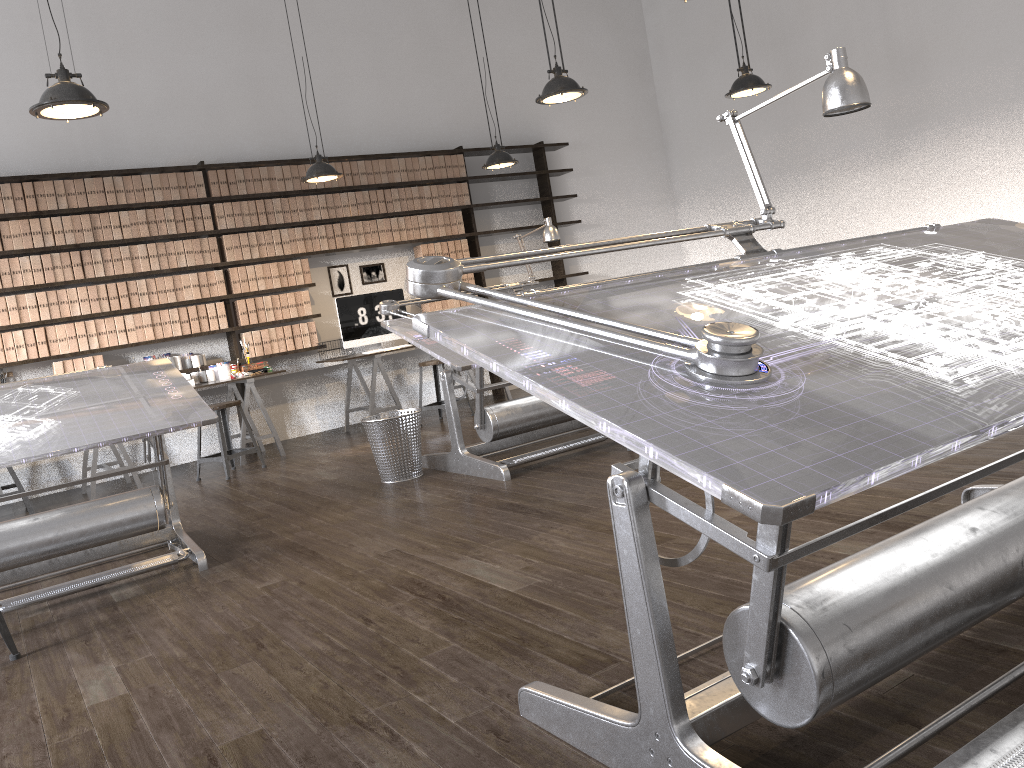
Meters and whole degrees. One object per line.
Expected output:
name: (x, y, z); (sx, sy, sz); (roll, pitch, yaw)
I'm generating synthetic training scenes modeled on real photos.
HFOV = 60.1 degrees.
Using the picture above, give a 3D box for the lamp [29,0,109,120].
lamp: (-2.075, -2.271, 3.738); (0.311, 2.247, 0.313); (-10, 3, -11)

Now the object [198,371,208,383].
object: (-2.493, -0.056, 7.139); (0.062, 0.093, 0.063); (-9, 3, 10)

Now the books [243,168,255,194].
books: (-2.280, -1.724, 7.608); (0.067, 0.225, 0.174); (-11, 4, -31)

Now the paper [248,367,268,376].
paper: (-2.052, -0.101, 7.148); (0.155, 0.038, 0.137); (-11, 5, -17)

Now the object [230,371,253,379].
object: (-2.151, -0.080, 7.061); (0.132, 0.050, 0.198); (-7, 6, 29)

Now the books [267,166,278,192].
books: (-2.108, -1.764, 7.714); (0.067, 0.225, 0.174); (-11, 4, -31)

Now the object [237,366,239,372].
object: (-2.260, -0.099, 7.246); (0.060, 0.088, 0.059); (-11, 4, -27)

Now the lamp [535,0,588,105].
lamp: (0.103, -2.769, 5.099); (0.311, 2.247, 0.313); (-10, 3, -7)

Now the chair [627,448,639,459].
chair: (0.768, 0.096, 4.628); (0.372, 0.527, 0.359); (-10, 3, -3)

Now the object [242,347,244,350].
object: (-2.188, -0.238, 7.285); (0.005, 0.152, 0.045); (-8, 3, 41)

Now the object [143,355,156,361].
object: (-2.917, -0.146, 7.155); (0.095, 0.161, 0.094); (-12, 4, -35)

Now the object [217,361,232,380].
object: (-2.328, -0.107, 7.176); (0.105, 0.141, 0.104); (-11, 4, -24)

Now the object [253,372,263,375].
object: (-2.044, -0.085, 7.122); (0.005, 0.005, 0.158); (-8, 6, 24)

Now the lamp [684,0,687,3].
lamp: (0.600, -2.695, 3.508); (0.311, 2.260, 0.313); (-10, 3, -7)

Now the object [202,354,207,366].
object: (-2.583, -0.197, 7.382); (0.062, 0.095, 0.062); (-10, 3, 1)

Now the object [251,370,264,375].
object: (-2.053, -0.090, 7.111); (0.011, 0.017, 0.172); (-8, 6, 27)

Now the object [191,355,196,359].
object: (-2.629, -0.186, 7.341); (0.044, 0.102, 0.045); (-12, 4, -40)

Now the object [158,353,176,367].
object: (-2.815, -0.170, 7.232); (0.094, 0.161, 0.205); (-11, 5, -30)

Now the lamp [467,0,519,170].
lamp: (-0.283, -2.911, 7.281); (0.311, 2.247, 0.313); (-10, 3, -7)

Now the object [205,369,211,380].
object: (-2.456, -0.067, 7.183); (0.045, 0.101, 0.044); (-11, 3, -31)

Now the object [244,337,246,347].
object: (-2.187, -0.276, 7.289); (0.007, 0.228, 0.020); (-10, 2, 0)

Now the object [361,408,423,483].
object: (-0.664, 0.360, 5.107); (0.353, 0.377, 0.353); (-10, 4, -10)

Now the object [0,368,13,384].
object: (-3.790, -0.009, 6.616); (0.156, 0.271, 0.182); (-7, 4, 43)

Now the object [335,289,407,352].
object: (-1.237, -0.548, 7.875); (0.646, 0.517, 0.204); (-12, 4, -31)

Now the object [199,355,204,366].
object: (-2.580, -0.191, 7.311); (0.063, 0.094, 0.063); (-10, 3, 1)

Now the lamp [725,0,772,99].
lamp: (1.404, -3.066, 5.912); (0.311, 2.247, 0.312); (-8, 3, 38)

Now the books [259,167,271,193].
books: (-2.162, -1.751, 7.675); (0.067, 0.225, 0.174); (-11, 4, -31)

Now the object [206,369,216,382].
object: (-2.424, -0.067, 7.131); (0.061, 0.094, 0.062); (-8, 4, 19)

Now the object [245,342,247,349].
object: (-2.171, -0.253, 7.269); (0.005, 0.180, 0.021); (-10, 3, -12)

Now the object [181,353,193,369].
object: (-2.694, -0.190, 7.367); (0.094, 0.129, 0.094); (-13, 5, -44)

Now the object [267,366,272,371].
object: (-1.992, -0.123, 7.260); (0.049, 0.037, 0.049); (-12, 5, -28)

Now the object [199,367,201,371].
object: (-2.525, -0.078, 7.209); (0.030, 0.133, 0.004); (-11, 3, -27)

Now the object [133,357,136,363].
object: (-3.014, -0.135, 7.123); (0.041, 0.168, 0.009); (-11, 3, -28)

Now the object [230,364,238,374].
object: (-2.250, -0.106, 7.178); (0.050, 0.111, 0.049); (-11, 3, -28)

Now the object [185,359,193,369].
object: (-2.659, -0.165, 7.288); (0.054, 0.081, 0.054); (-13, 4, -41)

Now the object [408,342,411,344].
object: (-0.920, -0.434, 8.147); (0.091, 0.142, 0.097); (-7, 4, 38)

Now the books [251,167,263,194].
books: (-2.221, -1.738, 7.645); (0.067, 0.225, 0.174); (-11, 4, -31)

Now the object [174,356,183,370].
object: (-2.736, -0.168, 7.243); (0.061, 0.119, 0.062); (-8, 3, 27)

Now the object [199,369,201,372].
object: (-2.524, -0.072, 7.227); (0.035, 0.103, 0.004); (-11, 3, -24)

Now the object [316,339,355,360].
object: (-1.539, -0.305, 7.746); (0.285, 0.160, 0.203); (-13, 6, -39)

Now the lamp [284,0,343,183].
lamp: (-1.583, -2.614, 6.468); (0.311, 2.247, 0.313); (-10, 3, -7)

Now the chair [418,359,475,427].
chair: (-0.581, 0.060, 7.403); (0.370, 0.527, 0.360); (-8, 4, 27)

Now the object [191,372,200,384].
object: (-2.557, -0.047, 7.156); (0.062, 0.094, 0.062); (-9, 3, 10)

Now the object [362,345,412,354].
object: (-1.077, -0.300, 7.662); (0.441, 0.017, 0.118); (-13, 7, -36)

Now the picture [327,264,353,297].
picture: (-1.589, -0.954, 8.177); (0.202, 0.284, 0.022); (-12, 3, -32)

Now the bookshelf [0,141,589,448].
bookshelf: (-3.082, -0.125, 7.118); (9.220, 3.200, 0.372); (-13, 4, -31)

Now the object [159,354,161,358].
object: (-2.840, -0.171, 7.180); (0.005, 0.148, 0.036); (-10, 3, -8)

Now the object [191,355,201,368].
object: (-2.585, -0.184, 7.245); (0.062, 0.095, 0.062); (-10, 3, 1)

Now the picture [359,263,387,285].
picture: (-1.312, -1.038, 8.350); (0.252, 0.183, 0.023); (-12, 3, -31)

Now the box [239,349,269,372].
box: (-2.133, -0.190, 7.284); (0.213, 0.207, 0.137); (-12, 4, -31)

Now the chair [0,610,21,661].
chair: (-1.932, 0.714, 2.932); (0.370, 0.527, 0.360); (-7, 4, 37)

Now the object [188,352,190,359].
object: (-2.647, -0.196, 7.271); (0.004, 0.135, 0.029); (-11, 3, -36)

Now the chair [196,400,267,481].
chair: (-2.083, 0.406, 6.434); (0.357, 0.527, 0.374); (-8, 4, 32)

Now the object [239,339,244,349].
object: (-2.194, -0.265, 7.267); (0.055, 0.213, 0.007); (-11, 3, -25)

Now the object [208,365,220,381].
object: (-2.423, -0.091, 7.242); (0.095, 0.128, 0.094); (-12, 4, -35)
